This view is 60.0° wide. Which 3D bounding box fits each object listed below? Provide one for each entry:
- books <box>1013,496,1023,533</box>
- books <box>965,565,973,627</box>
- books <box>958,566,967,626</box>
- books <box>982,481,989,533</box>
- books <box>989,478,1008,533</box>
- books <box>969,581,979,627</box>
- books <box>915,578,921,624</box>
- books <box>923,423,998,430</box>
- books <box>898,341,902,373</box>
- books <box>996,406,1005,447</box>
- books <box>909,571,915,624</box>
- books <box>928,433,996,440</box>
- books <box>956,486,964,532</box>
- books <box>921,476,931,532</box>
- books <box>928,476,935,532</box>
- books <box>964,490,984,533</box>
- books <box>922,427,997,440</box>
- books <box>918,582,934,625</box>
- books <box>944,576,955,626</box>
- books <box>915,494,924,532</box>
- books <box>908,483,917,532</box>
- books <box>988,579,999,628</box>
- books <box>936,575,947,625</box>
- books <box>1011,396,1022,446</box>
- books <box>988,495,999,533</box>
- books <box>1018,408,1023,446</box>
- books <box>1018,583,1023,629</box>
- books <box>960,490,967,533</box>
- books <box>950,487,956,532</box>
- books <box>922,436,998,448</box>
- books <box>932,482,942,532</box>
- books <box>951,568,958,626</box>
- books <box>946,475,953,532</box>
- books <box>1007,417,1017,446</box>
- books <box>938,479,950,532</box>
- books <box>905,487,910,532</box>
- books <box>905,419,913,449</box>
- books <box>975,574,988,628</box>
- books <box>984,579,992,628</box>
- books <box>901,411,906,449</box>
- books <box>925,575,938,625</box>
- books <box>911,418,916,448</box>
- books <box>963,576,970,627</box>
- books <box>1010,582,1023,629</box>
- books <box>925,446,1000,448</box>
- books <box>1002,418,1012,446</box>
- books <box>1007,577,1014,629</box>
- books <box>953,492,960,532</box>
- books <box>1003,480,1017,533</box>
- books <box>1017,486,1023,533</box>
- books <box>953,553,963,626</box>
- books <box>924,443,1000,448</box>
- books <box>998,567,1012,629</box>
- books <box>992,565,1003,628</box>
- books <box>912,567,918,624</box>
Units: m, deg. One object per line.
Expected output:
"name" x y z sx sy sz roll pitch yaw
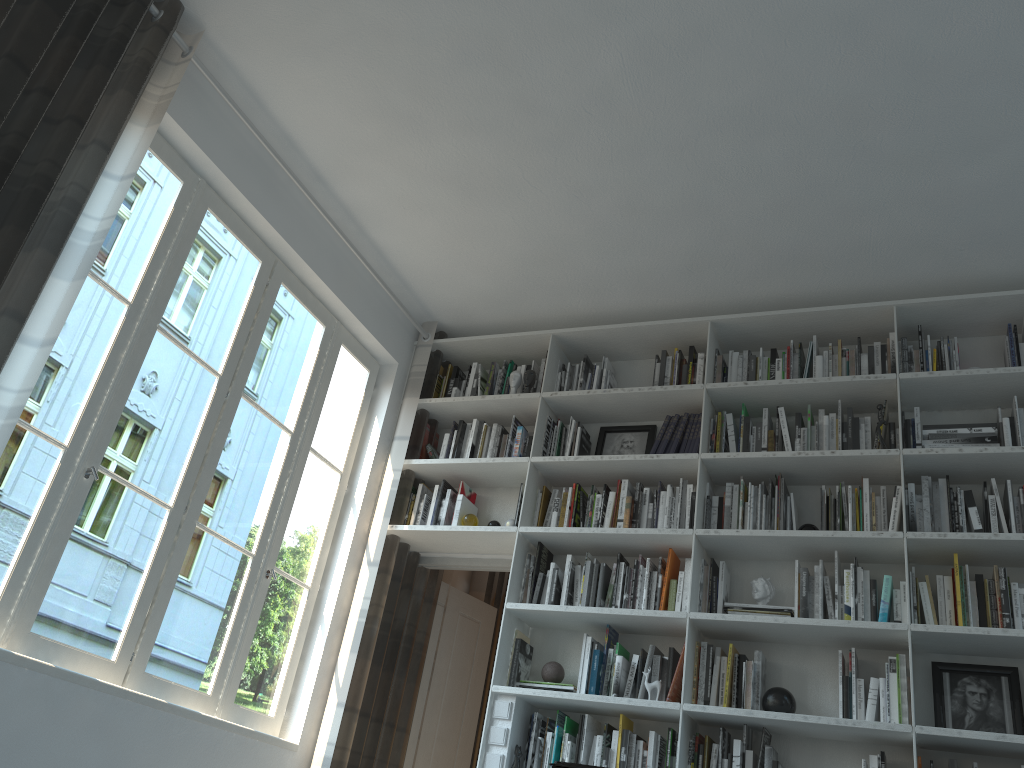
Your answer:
"books" 2.033 0.578 3.568 0.024 0.215 0.133 -3 -31 24
"books" 1.794 0.872 3.482 0.010 0.279 0.171 -3 -31 24
"books" 1.766 0.872 3.476 0.015 0.265 0.190 -3 -31 24
"books" 1.941 0.556 3.631 0.022 0.284 0.131 -3 -31 24
"books" 1.986 0.548 3.608 0.049 0.289 0.163 -3 -31 24
"books" 1.814 0.906 3.480 0.024 0.227 0.148 -3 -31 24
"books" 1.635 0.915 3.567 0.011 0.234 0.142 -3 -31 24
"books" 1.940 0.221 3.848 0.285 0.024 0.160 -3 -31 24
"books" 1.795 -0.047 4.088 0.012 0.253 0.161 -3 -31 24
"books" 2.069 0.243 3.754 0.012 0.253 0.161 -3 -31 24
"books" 1.614 0.904 3.574 0.012 0.253 0.161 -3 -31 24
"books" 1.929 0.259 3.818 0.254 0.025 0.161 -1 -31 21
"books" 1.847 0.572 3.656 0.014 0.249 0.173 -3 -31 24
"books" 1.739 0.558 3.716 0.026 0.295 0.180 -3 -31 24
"books" 1.765 0.559 3.727 0.014 0.311 0.134 -3 -31 24
"books" 1.892 0.573 3.628 0.066 0.235 0.154 -3 -31 24
"books" 1.935 0.240 3.832 0.285 0.024 0.160 -5 -32 26
"books" 1.653 0.913 3.528 0.053 0.207 0.157 -3 -31 24
"books" 1.734 0.902 3.514 0.029 0.239 0.156 -3 -31 24
"books" 1.715 0.598 3.725 0.027 0.227 0.148 -3 -31 24
"books" 1.689 0.575 3.733 0.026 0.265 0.171 -3 -31 24
"books" 1.871 0.895 3.450 0.025 0.234 0.137 -3 -31 24
"books" 1.712 0.903 3.531 0.026 0.246 0.139 -3 -31 24
"books" 2.121 0.219 3.723 0.011 0.282 0.191 -3 -31 24
"books" 1.954 0.581 3.600 0.024 0.215 0.148 -3 -31 24
"books" 2.138 0.246 3.718 0.021 0.236 0.172 -3 -31 24
"books" 1.961 0.896 3.398 0.030 0.213 0.169 -3 -31 24
"books" 1.859 0.577 3.649 0.011 0.238 0.148 -3 -31 24
"books" 1.825 0.575 3.670 0.011 0.250 0.153 -3 -31 24
"books" 1.924 0.279 3.804 0.285 0.024 0.160 -6 -33 28
"books" 1.769 0.565 3.687 0.025 0.264 0.186 -3 -31 24
"books" 1.761 0.888 3.525 0.010 0.282 0.137 -3 -31 24
"books" 1.818 0.553 3.684 0.011 0.298 0.180 -3 -31 24
"books" 2.115 0.267 3.748 0.024 0.222 0.129 -3 -31 24
"books" 1.803 0.560 3.697 0.029 0.293 0.152 -3 -31 24
"books" 1.674 0.586 3.746 0.012 0.253 0.161 -3 -31 24
"books" 1.740 0.281 3.881 0.027 0.200 0.168 -3 -31 24
"books" 1.842 0.894 3.482 0.028 0.258 0.135 -3 -31 24
"books" 1.850 0.896 3.450 0.012 0.226 0.170 -3 -31 24
"books" 1.734 0.270 3.917 0.012 0.253 0.161 -3 -31 24
"books" 1.677 0.903 3.537 0.042 0.240 0.163 -3 -31 24
"books" 1.765 0.280 3.887 0.013 0.217 0.142 -3 -31 24
"books" 1.788 0.897 3.491 0.010 0.243 0.150 -3 -31 24
"books" 1.936 0.896 3.408 0.024 0.215 0.176 -3 -31 24
"books" 1.919 0.307 3.794 0.285 0.012 0.160 -2 -31 22
"books" 2.079 0.269 3.727 0.025 0.186 0.194 -3 -31 24
"books" 1.928 0.888 3.434 0.011 0.250 0.131 -3 -31 24
"books" 1.835 0.582 3.661 0.014 0.232 0.148 -3 -31 24
"books" 2.011 0.549 3.578 0.021 0.267 0.192 -3 -31 24
"books" 2.050 0.561 3.560 0.015 0.243 0.184 -3 -31 24
"books" 1.758 0.851 3.494 0.014 0.316 0.189 -3 -31 24
"books" 1.922 0.298 3.802 0.285 0.012 0.160 -2 -31 22
"books" 1.901 0.869 3.424 0.028 0.266 0.190 -3 -31 24
"books" 1.889 0.870 3.448 0.013 0.282 0.177 -3 -31 24
"books" 1.630 0.896 3.583 0.010 0.280 0.141 -3 -31 24
